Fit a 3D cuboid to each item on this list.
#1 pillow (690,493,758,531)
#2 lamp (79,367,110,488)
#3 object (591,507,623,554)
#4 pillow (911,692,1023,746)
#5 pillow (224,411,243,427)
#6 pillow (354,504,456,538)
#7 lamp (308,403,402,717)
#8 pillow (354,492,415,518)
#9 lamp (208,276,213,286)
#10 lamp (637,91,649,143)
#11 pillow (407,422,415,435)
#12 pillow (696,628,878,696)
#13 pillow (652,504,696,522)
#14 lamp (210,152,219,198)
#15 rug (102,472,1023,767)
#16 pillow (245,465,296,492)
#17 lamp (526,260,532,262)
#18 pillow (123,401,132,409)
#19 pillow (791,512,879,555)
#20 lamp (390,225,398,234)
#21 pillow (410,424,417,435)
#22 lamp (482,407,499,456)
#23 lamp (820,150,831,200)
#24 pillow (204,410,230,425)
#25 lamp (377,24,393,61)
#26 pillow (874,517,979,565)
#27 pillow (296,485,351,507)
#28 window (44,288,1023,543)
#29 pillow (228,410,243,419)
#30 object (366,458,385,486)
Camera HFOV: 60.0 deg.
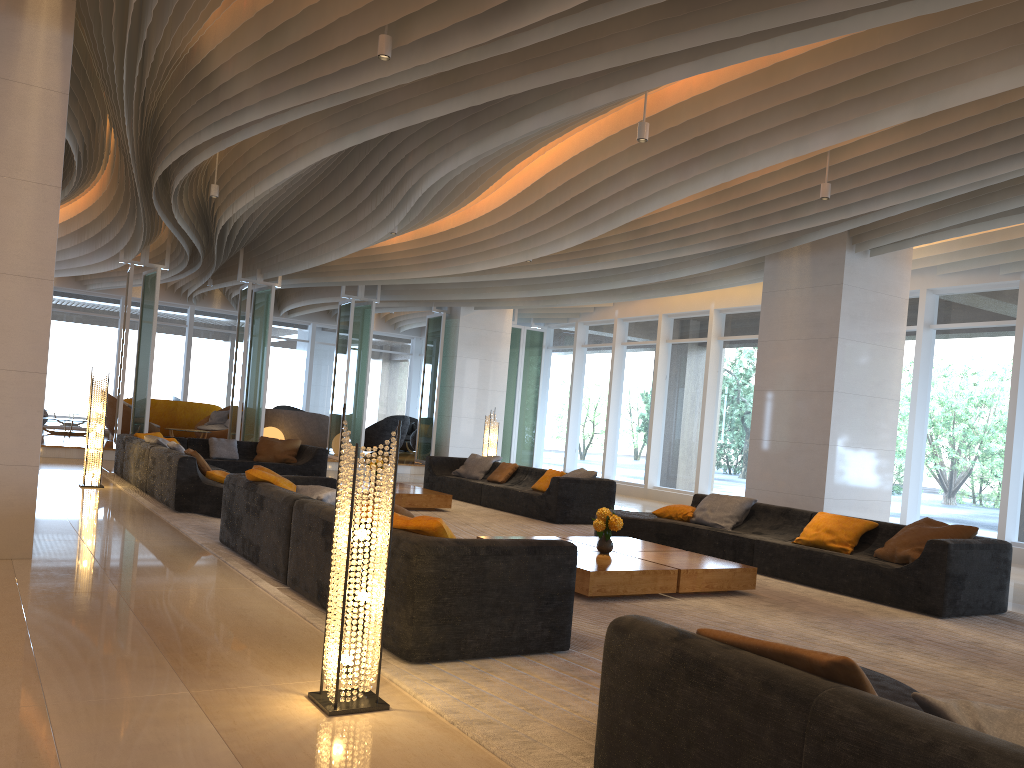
[{"bbox_3d":[2.144,1.343,9.149,0.470,0.416,0.653,6,-2,-32],"label":"pillow"},{"bbox_3d":[-5.044,0.522,10.755,0.254,1.451,0.246,5,0,-32],"label":"lamp"},{"bbox_3d":[0.737,1.136,6.923,0.238,0.377,0.264,5,-1,-10],"label":"object"},{"bbox_3d":[1.281,0.906,2.071,0.465,0.345,0.554,6,-2,-33],"label":"pillow"},{"bbox_3d":[-5.955,0.777,19.182,0.471,0.409,0.495,6,-2,-29],"label":"pillow"},{"bbox_3d":[-0.465,0.856,4.752,0.627,0.377,0.558,3,-2,36],"label":"pillow"},{"bbox_3d":[-0.606,0.683,3.549,0.254,1.198,0.246,5,0,-32],"label":"lamp"},{"bbox_3d":[-0.735,0.881,5.332,0.451,0.409,0.591,6,-2,-30],"label":"pillow"},{"bbox_3d":[-6.131,-2.761,18.179,0.090,1.506,0.088,5,0,-23],"label":"lamp"},{"bbox_3d":[1.096,-2.678,7.023,0.087,1.506,0.090,5,1,31],"label":"lamp"},{"bbox_3d":[-3.006,1.247,24.892,0.616,0.422,0.366,6,-1,-29],"label":"pillow"},{"bbox_3d":[0.860,0.899,2.549,0.404,0.392,0.595,5,-2,-29],"label":"pillow"},{"bbox_3d":[1.781,1.385,9.528,0.442,0.192,0.595,4,-3,23],"label":"pillow"},{"bbox_3d":[-3.367,-2.903,10.208,0.088,1.506,0.090,5,0,13],"label":"lamp"},{"bbox_3d":[0.619,1.560,7.366,5.612,0.022,15.938,6,-3,-31],"label":"rug"},{"bbox_3d":[-1.791,0.846,6.918,0.551,0.377,0.635,5,-2,-10],"label":"pillow"},{"bbox_3d":[0.296,-2.485,12.541,0.088,1.506,0.090,5,0,13],"label":"lamp"},{"bbox_3d":[-7.521,0.538,17.515,0.609,0.454,0.481,4,-2,40],"label":"pillow"},{"bbox_3d":[2.873,1.366,7.960,0.458,0.394,0.626,6,-2,-32],"label":"pillow"},{"bbox_3d":[-1.464,-2.686,11.419,0.088,1.506,0.090,5,0,13],"label":"lamp"},{"bbox_3d":[-2.596,1.326,24.831,0.505,0.409,0.462,5,-1,-5],"label":"pillow"},{"bbox_3d":[-0.373,1.109,14.855,0.254,1.451,0.246,5,0,-32],"label":"lamp"},{"bbox_3d":[2.961,-2.465,8.209,0.091,1.506,0.087,4,1,-41],"label":"lamp"},{"bbox_3d":[-6.461,0.726,19.621,0.613,0.454,0.478,4,-1,19],"label":"pillow"},{"bbox_3d":[-0.778,-2.892,5.821,0.091,1.506,0.087,4,1,-41],"label":"lamp"},{"bbox_3d":[3.387,1.300,7.289,0.551,0.377,0.635,5,-2,-10],"label":"pillow"},{"bbox_3d":[-1.272,0.915,6.204,0.428,0.377,0.577,6,-2,-30],"label":"pillow"},{"bbox_3d":[3.349,0.130,11.358,53.688,3.220,22.480,4,-3,23],"label":"window"},{"bbox_3d":[-6.058,0.741,19.586,0.594,0.422,0.379,4,-1,36],"label":"pillow"},{"bbox_3d":[-1.786,1.145,11.616,0.236,0.377,0.266,5,-1,0],"label":"object"}]
